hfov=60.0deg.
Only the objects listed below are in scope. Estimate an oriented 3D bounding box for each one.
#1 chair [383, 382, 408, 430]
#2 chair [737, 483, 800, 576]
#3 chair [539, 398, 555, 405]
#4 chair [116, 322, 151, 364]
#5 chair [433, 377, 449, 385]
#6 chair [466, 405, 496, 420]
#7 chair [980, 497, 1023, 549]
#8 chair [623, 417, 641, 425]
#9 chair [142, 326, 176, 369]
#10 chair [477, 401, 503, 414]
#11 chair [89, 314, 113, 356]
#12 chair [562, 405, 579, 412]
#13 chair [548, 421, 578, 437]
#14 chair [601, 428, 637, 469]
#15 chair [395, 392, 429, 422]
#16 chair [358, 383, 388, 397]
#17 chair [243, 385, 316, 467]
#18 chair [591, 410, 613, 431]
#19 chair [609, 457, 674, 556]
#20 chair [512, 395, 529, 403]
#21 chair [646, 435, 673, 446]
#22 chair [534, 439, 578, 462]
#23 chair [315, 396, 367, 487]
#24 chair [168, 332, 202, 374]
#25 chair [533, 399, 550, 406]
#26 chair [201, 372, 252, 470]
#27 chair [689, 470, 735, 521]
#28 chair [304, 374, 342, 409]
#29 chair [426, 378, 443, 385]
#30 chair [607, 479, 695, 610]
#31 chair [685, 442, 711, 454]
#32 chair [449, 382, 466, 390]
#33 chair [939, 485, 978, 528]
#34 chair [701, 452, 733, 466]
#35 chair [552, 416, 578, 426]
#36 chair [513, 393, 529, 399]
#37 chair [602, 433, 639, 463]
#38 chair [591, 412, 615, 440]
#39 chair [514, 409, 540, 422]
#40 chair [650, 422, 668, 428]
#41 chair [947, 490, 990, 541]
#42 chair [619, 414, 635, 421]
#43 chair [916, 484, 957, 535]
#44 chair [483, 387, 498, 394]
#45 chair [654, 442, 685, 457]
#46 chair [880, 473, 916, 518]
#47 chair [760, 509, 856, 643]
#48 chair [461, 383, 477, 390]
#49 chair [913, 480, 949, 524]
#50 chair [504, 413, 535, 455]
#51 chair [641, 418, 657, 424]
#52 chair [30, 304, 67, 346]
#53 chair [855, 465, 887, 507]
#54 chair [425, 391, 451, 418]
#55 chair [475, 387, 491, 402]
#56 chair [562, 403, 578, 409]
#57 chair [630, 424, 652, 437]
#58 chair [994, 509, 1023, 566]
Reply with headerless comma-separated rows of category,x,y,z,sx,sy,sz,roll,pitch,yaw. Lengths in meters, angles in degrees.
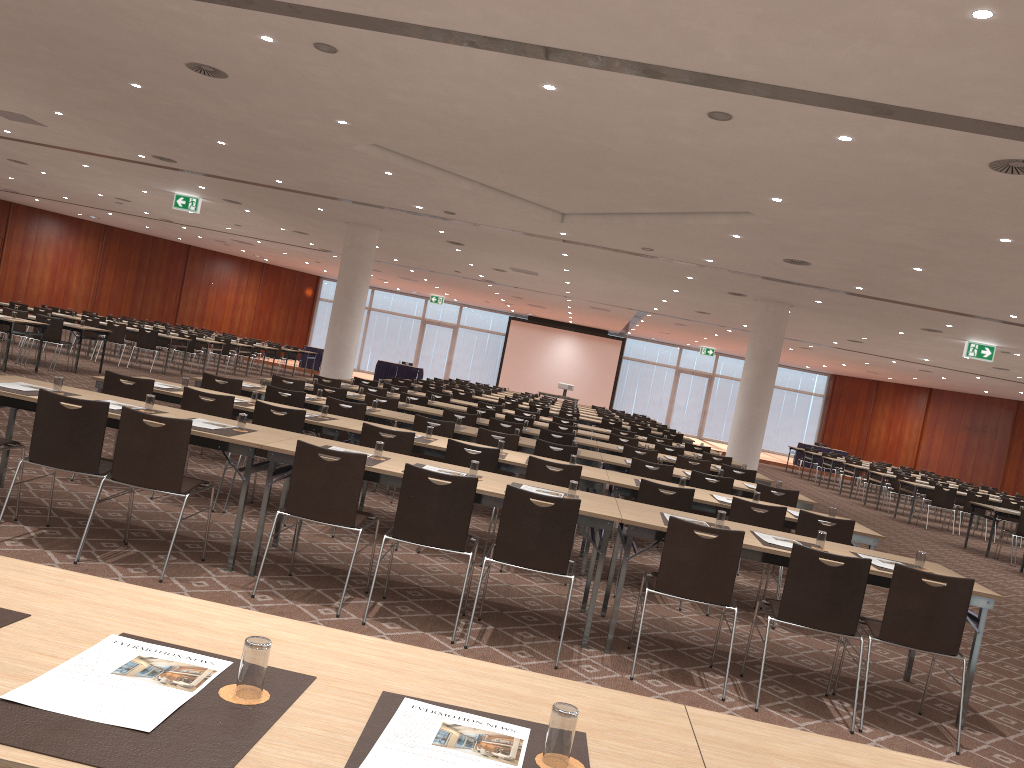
chair,-2.075,0.472,15.419,0.535,0.940,0.613,11,1,2
chair,2.600,1.494,9.115,0.535,0.940,0.613,11,1,1
chair,0.905,0.889,24.769,0.535,0.940,0.613,11,1,2
chair,-9.052,-0.994,21.371,0.535,0.940,0.613,11,1,6
chair,-2.035,0.312,24.938,0.535,0.940,0.613,11,1,5
chair,-0.530,0.809,13.384,0.535,0.940,0.613,11,1,2
chair,10.030,2.787,18.038,0.535,0.940,0.613,11,1,4
chair,2.979,1.332,22.585,0.535,0.940,0.614,11,1,6
chair,-8.486,-0.886,21.472,0.535,0.940,0.613,11,1,2
chair,-0.431,0.794,15.305,0.535,0.940,0.613,11,1,6
chair,-10.053,-1.192,21.522,0.535,0.940,0.613,11,1,2
chair,1.404,1.023,22.694,0.535,0.940,0.613,11,1,3
chair,0.692,1.050,13.257,0.535,0.940,0.613,11,1,5
chair,1.821,1.237,15.148,0.535,0.940,0.613,11,1,3
chair,-1.518,0.616,13.376,0.535,0.940,0.614,11,1,7
chair,-2.155,0.490,13.455,0.535,0.940,0.613,11,1,3
chair,-2.434,0.506,9.465,0.535,0.940,0.613,11,1,5
chair,2.496,1.202,24.623,0.535,0.940,0.613,11,1,4
chair,1.371,1.252,9.242,0.535,0.940,0.613,11,1,5
chair,0.160,0.778,22.816,0.535,0.940,0.613,11,1,5
chair,2.427,1.355,15.141,0.535,0.940,0.613,11,1,4
chair,0.397,1.062,9.268,0.535,0.940,0.614,11,1,7
chair,-1.812,0.628,9.464,0.535,0.940,0.613,11,1,2
chair,-7.801,-0.748,21.284,0.535,0.940,0.613,11,1,1
chair,0.679,0.879,22.822,0.535,0.940,0.613,11,1,4
chair,-3.108,0.374,9.477,0.535,0.940,0.613,11,1,3
chair,1.954,1.368,9.125,0.535,0.940,0.613,11,1,5
chair,-2.853,0.353,13.546,0.535,0.940,0.613,11,1,4
chair,-2.067,0.340,23.013,0.535,0.940,0.613,11,1,1
chair,1.147,1.245,7.176,0.535,0.940,0.613,11,1,1
chair,3.045,1.477,15.063,0.535,0.940,0.613,11,1,2
chair,-1.464,0.459,22.929,0.535,0.940,0.613,11,1,7
chair,10.181,2.780,20.114,0.535,0.940,0.613,11,1,3
chair,2.924,1.488,13.101,0.535,0.940,0.613,11,1,4
chair,0.831,1.041,15.294,0.535,0.940,0.613,11,1,1
chair,0.183,0.748,24.784,0.535,0.940,0.613,11,1,5
chair,1.587,1.224,13.237,0.535,0.940,0.613,11,1,6
chair,2.334,1.204,22.707,0.535,0.940,0.613,11,1,5
chair,0.195,0.917,15.296,0.535,0.940,0.613,11,1,4
chair,3.635,1.460,22.574,0.535,0.940,0.613,11,1,3
chair,9.395,2.661,18.164,0.535,0.940,0.613,11,1,5
chair,3.097,1.319,24.616,0.535,0.940,0.613,11,1,1
chair,8.725,2.531,18.129,0.535,0.940,0.613,11,1,6
chair,-0.671,0.579,24.878,0.535,0.940,0.613,11,1,6
chair,2.226,1.351,13.115,0.535,0.940,0.613,11,1,2
chair,8.866,2.521,20.265,0.535,0.940,0.613,11,1,5
chair,2.416,1.493,7.165,0.535,0.940,0.613,11,1,6
chair,-1.277,0.460,24.963,0.535,0.940,0.613,11,1,4
chair,9.520,2.652,20.078,0.535,0.940,0.613,11,1,6
chair,0.044,0.923,13.267,0.535,0.940,0.613,11,1,5
chair,3.686,1.435,24.540,0.535,0.940,0.613,11,1,5
chair,-11.266,-1.431,21.666,0.535,0.940,0.613,11,1,2
chair,9.055,2.523,22.256,0.535,0.940,0.613,11,1,4
chair,-1.335,0.616,15.445,0.535,0.940,0.613,11,1,6
chair,-0.819,0.586,22.849,0.535,0.940,0.613,11,1,2
chair,1.528,1.010,24.767,0.535,0.940,0.613,11,1,1
chair,2.610,1.330,18.601,0.535,0.940,0.613,11,1,3
chair,8.462,2.541,14.647,0.535,0.940,0.613,11,1,4
